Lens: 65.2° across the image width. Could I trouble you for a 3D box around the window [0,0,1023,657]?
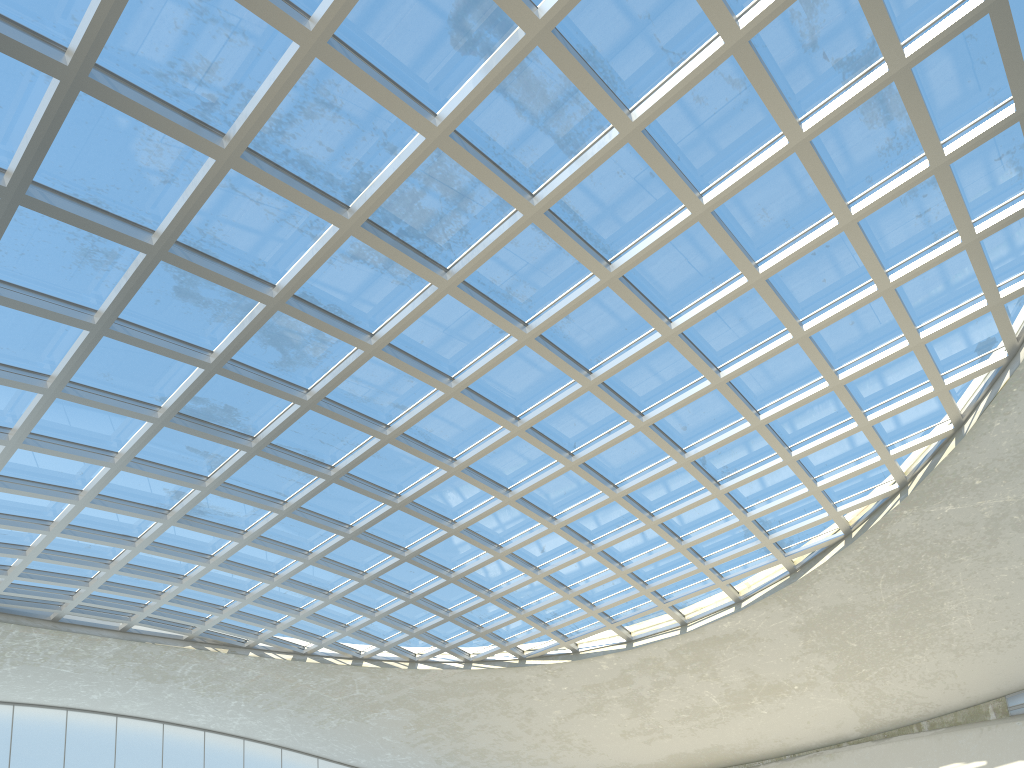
[{"bbox_3d":[-9.317,5.930,46.565,84.756,9.697,84.769,-30,-43,32],"label":"window"}]
